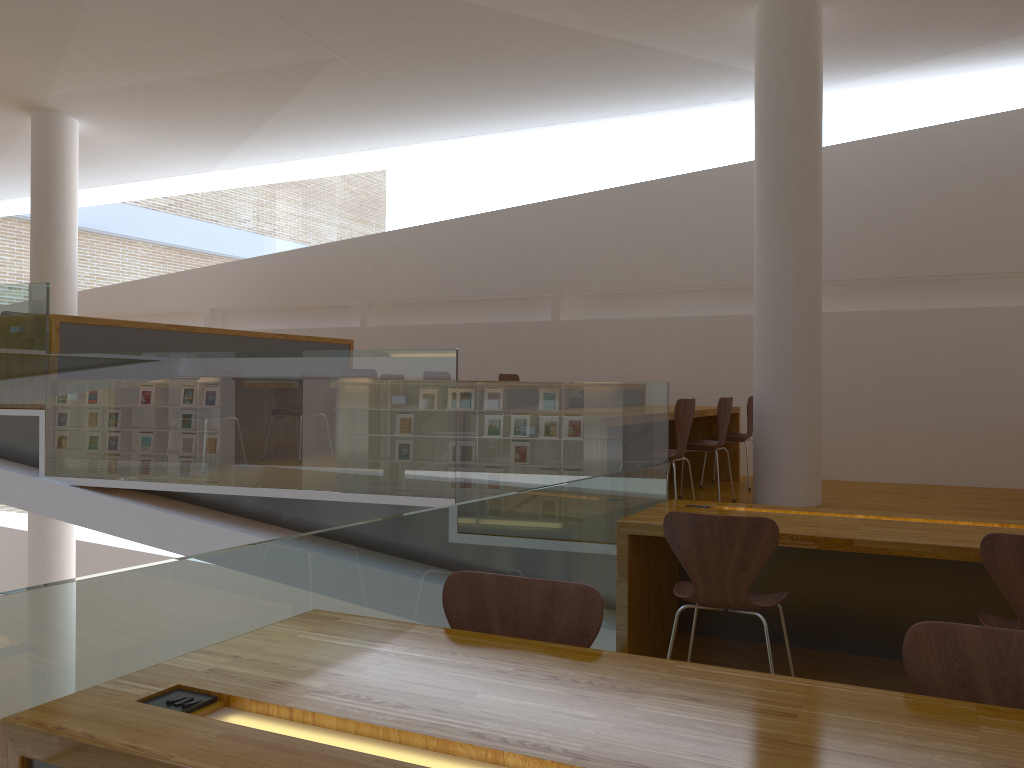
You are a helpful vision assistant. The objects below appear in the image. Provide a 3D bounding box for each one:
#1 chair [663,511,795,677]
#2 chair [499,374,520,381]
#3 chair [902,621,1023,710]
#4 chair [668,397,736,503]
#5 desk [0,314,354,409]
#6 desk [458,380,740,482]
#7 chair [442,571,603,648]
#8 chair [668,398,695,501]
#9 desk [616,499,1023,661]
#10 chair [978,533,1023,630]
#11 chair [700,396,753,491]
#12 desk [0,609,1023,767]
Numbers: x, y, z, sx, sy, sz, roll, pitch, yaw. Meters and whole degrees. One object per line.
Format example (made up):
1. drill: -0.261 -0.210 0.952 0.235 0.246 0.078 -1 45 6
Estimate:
1. chair: 0.770 0.785 3.135 0.428 0.693 0.381 0 0 26
2. chair: 0.122 0.260 7.485 0.381 0.693 0.428 0 0 26
3. chair: 0.818 0.777 1.389 0.428 0.693 0.381 0 0 26
4. chair: 1.209 0.429 5.711 0.381 0.693 0.428 0 0 26
5. desk: -2.326 0.077 7.112 1.248 1.022 3.216 0 0 26
6. desk: 0.442 0.382 6.018 1.527 0.785 3.243 0 0 26
7. chair: -0.055 0.774 1.814 0.428 0.693 0.381 0 0 26
8. chair: 0.784 0.423 4.837 0.381 0.693 0.428 0 0 26
9. desk: 2.001 0.839 3.079 3.185 0.606 0.760 0 0 26
10. chair: 1.644 0.787 2.710 0.428 0.693 0.381 0 0 26
11. chair: 1.664 0.436 6.734 0.381 0.693 0.428 0 0 26
12. desk: 0.671 0.978 0.780 3.236 0.918 1.285 0 0 26
